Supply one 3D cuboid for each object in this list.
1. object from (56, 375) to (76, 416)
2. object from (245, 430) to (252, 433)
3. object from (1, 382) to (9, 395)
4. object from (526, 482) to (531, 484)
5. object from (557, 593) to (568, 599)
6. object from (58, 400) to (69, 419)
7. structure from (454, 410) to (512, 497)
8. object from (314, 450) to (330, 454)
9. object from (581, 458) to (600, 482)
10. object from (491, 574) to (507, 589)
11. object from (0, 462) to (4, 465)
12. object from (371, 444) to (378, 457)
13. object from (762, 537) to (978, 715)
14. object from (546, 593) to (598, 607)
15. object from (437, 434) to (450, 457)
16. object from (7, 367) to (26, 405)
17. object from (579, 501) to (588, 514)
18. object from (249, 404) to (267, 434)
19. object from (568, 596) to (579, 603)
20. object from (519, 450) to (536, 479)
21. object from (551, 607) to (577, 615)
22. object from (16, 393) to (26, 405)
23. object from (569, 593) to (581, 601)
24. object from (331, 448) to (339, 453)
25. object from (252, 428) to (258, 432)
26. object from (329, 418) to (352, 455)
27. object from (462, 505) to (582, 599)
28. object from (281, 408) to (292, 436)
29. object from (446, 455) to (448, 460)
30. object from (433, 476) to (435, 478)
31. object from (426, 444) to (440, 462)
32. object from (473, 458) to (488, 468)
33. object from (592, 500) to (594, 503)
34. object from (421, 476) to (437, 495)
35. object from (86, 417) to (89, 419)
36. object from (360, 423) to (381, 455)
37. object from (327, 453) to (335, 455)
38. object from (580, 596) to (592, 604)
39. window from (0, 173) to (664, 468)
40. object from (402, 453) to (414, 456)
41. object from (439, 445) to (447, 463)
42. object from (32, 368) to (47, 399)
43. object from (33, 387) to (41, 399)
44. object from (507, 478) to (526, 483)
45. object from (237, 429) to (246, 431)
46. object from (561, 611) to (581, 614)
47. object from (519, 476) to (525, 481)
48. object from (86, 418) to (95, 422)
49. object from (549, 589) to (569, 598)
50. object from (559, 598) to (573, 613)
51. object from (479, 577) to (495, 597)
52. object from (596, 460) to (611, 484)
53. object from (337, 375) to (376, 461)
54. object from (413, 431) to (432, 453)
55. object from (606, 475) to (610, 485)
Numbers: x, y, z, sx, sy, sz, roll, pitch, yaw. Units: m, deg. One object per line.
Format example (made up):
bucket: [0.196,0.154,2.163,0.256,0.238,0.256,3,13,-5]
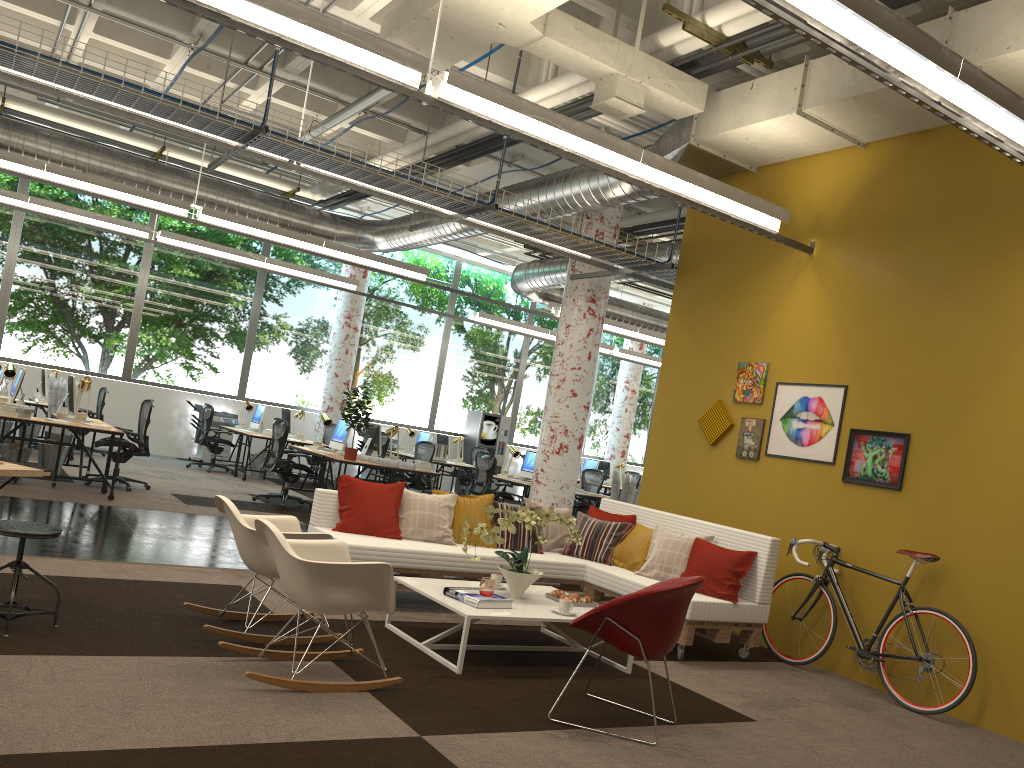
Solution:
object: [-5.083,0.143,10.167,0.190,0.485,0.482,10,-2,-32]
object: [-4.319,0.778,14.524,0.107,0.029,0.059,12,-4,-31]
object: [-7.548,0.057,13.188,0.101,0.209,0.102,9,-1,13]
object: [0.250,1.461,13.082,0.107,0.029,0.059,12,-4,-31]
object: [0.335,1.404,5.815,0.070,0.059,0.131,10,-3,-10]
object: [-4.977,0.281,9.848,0.101,0.209,0.102,9,-1,13]
structure: [-0.623,1.528,19.070,0.753,1.809,0.636,10,-1,-32]
object: [-2.483,0.890,11.623,0.119,0.017,0.437,12,-4,-32]
object: [1.655,1.827,18.725,0.190,0.485,0.482,10,-2,-32]
object: [-0.107,1.321,5.939,0.160,0.090,0.160,10,-3,-8]
object: [-2.814,0.380,4.520,0.272,0.012,0.274,8,-4,18]
object: [-1.839,0.921,11.909,0.101,0.209,0.102,9,-1,13]
object: [2.472,1.632,6.297,0.403,1.039,1.732,10,-3,-26]
object: [0.394,1.435,5.877,0.268,0.026,0.266,12,-4,-32]
object: [-1.356,1.213,17.088,0.190,0.485,0.482,10,-2,-32]
object: [-5.383,0.060,9.662,0.190,0.485,0.482,10,-2,-32]
object: [1.622,2.630,19.477,0.355,0.434,0.357,11,-2,-36]
object: [-4.251,0.584,14.905,0.190,0.485,0.482,10,-2,-32]
object: [0.408,1.416,5.808,0.064,0.055,0.120,10,-3,-10]
object: [0.318,1.267,13.462,0.190,0.485,0.482,10,-2,-32]
object: [0.318,1.396,5.421,0.160,0.020,0.161,8,-4,22]
object: [-5.536,0.194,9.978,0.101,0.209,0.102,9,-1,13]
object: [0.428,1.429,5.940,0.064,0.055,0.120,10,-3,-10]
object: [-2.236,1.210,11.740,0.105,0.932,0.845,10,-2,-37]
object: [-4.404,0.718,15.221,0.101,0.209,0.102,9,-1,13]
object: [-2.245,0.701,11.723,0.190,0.485,0.482,10,-2,-32]
object: [0.059,1.068,5.705,0.790,0.615,0.416,11,-2,-20]
object: [-3.951,0.667,15.409,0.190,0.485,0.482,10,-2,-32]
object: [-1.250,1.351,16.769,0.101,0.209,0.102,9,-1,13]
object: [-1.691,1.933,17.337,0.353,0.434,0.369,10,-2,3]
object: [-1.403,1.211,15.723,0.151,0.302,0.280,10,-2,-32]
object: [-0.563,1.388,16.266,0.151,0.302,0.280,10,-2,-32]
object: [0.356,2.314,17.860,3.421,0.437,0.365,11,-2,-23]
object: [-1.574,1.888,16.321,0.355,0.434,0.357,11,-2,-36]
object: [-5.091,0.395,10.543,0.107,0.029,0.059,12,-4,-31]
object: [-1.945,0.783,12.227,0.190,0.485,0.482,10,-2,-32]
object: [-2.313,0.895,11.342,0.107,0.029,0.059,12,-4,-31]
object: [0.494,1.434,5.862,0.072,0.062,0.137,9,-3,15]
window: [-2.261,-1.012,18.204,26.317,3.761,0.050,12,-2,-32]
object: [-1.893,1.320,16.483,0.119,0.017,0.437,12,-4,-32]
object: [-1.280,1.237,15.802,0.151,0.302,0.280,10,-2,-32]
object: [-7.095,0.005,13.376,0.190,0.485,0.482,10,-2,-32]
object: [-6.989,0.143,13.058,0.101,0.209,0.102,9,-1,13]
object: [0.081,1.457,13.362,0.119,0.017,0.437,12,-4,-32]
object: [-4.489,0.774,14.805,0.119,0.017,0.437,12,-4,-32]
object: [0.360,1.392,5.376,0.132,0.011,0.027,11,-3,-15]
object: [0.166,1.401,13.778,0.101,0.209,0.102,9,-1,13]
object: [-4.924,0.412,10.262,0.119,0.017,0.437,12,-4,-32]
object: [0.311,1.405,5.917,0.135,0.061,0.072,10,-2,-12]
object: [0.328,1.360,5.421,0.086,0.085,0.079,10,-2,-4]
object: [-0.149,1.220,5.312,0.094,0.106,0.095,9,-2,18]
object: [1.955,1.910,19.229,0.190,0.485,0.482,10,-2,-32]
object: [-1.923,0.402,10.875,0.441,1.077,0.512,11,-1,-42]
object: [-1.872,1.476,16.831,0.191,1.208,1.074,10,-2,-32]
object: [2.062,2.048,18.911,0.101,0.209,0.102,9,-1,13]
